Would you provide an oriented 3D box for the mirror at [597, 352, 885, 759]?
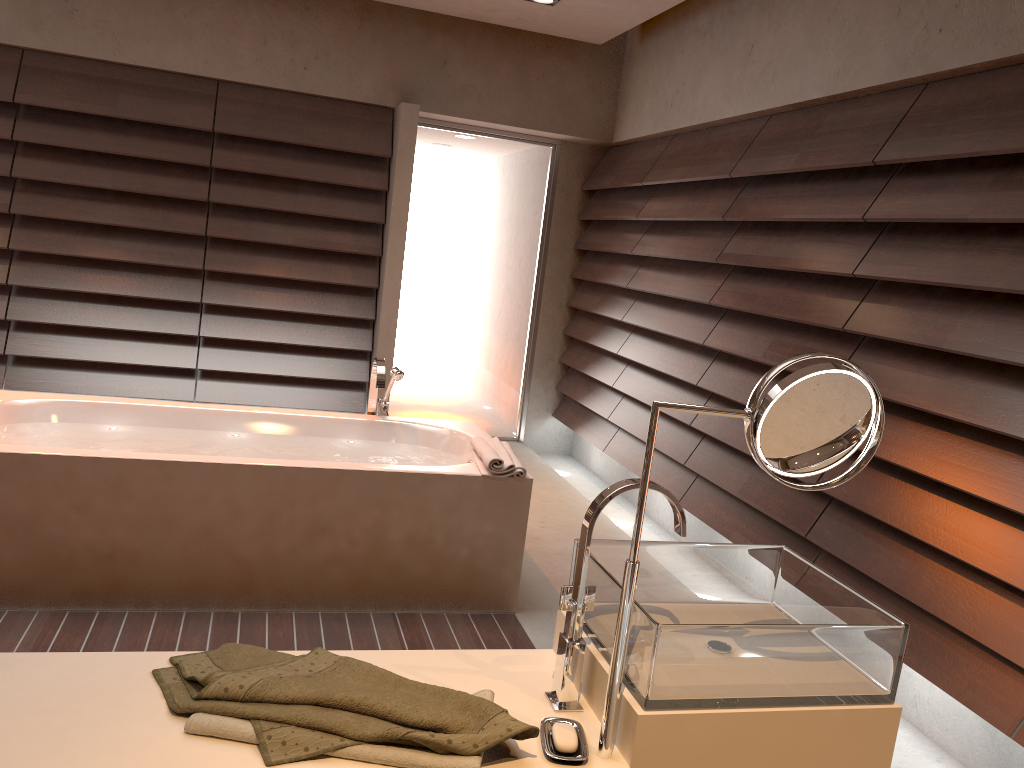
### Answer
[{"bbox_3d":[0.313,0.243,1.196,0.316,0.589,0.074,5,9,-14],"label":"mirror"}]

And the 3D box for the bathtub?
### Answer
[{"bbox_3d":[-1.027,0.283,3.317,2.000,0.761,0.994,5,9,-16],"label":"bathtub"}]

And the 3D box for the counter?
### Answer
[{"bbox_3d":[-0.913,0.672,1.127,2.931,0.686,0.350,5,9,-16],"label":"counter"}]

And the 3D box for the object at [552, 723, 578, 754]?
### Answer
[{"bbox_3d":[0.074,0.494,1.242,0.035,0.016,0.066,6,9,-4],"label":"object"}]

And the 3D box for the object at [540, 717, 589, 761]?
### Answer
[{"bbox_3d":[0.072,0.500,1.242,0.065,0.011,0.108,7,9,-3],"label":"object"}]

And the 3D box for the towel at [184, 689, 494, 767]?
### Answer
[{"bbox_3d":[-0.225,0.456,1.241,0.394,0.027,0.202,8,9,4],"label":"towel"}]

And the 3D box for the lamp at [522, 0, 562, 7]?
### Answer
[{"bbox_3d":[0.155,-1.913,4.361,0.165,0.051,0.170,5,9,-16],"label":"lamp"}]

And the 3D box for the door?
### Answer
[{"bbox_3d":[-0.295,-0.633,5.754,1.007,2.000,0.090,5,9,-16],"label":"door"}]

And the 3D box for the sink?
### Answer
[{"bbox_3d":[0.306,0.330,1.395,0.486,0.357,0.340,5,9,-16],"label":"sink"}]

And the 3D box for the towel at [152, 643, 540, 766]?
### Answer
[{"bbox_3d":[-0.257,0.438,1.226,0.571,0.057,0.258,11,10,25],"label":"towel"}]

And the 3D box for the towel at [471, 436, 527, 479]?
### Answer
[{"bbox_3d":[-0.053,0.258,3.231,0.159,0.068,0.396,6,9,-10],"label":"towel"}]
